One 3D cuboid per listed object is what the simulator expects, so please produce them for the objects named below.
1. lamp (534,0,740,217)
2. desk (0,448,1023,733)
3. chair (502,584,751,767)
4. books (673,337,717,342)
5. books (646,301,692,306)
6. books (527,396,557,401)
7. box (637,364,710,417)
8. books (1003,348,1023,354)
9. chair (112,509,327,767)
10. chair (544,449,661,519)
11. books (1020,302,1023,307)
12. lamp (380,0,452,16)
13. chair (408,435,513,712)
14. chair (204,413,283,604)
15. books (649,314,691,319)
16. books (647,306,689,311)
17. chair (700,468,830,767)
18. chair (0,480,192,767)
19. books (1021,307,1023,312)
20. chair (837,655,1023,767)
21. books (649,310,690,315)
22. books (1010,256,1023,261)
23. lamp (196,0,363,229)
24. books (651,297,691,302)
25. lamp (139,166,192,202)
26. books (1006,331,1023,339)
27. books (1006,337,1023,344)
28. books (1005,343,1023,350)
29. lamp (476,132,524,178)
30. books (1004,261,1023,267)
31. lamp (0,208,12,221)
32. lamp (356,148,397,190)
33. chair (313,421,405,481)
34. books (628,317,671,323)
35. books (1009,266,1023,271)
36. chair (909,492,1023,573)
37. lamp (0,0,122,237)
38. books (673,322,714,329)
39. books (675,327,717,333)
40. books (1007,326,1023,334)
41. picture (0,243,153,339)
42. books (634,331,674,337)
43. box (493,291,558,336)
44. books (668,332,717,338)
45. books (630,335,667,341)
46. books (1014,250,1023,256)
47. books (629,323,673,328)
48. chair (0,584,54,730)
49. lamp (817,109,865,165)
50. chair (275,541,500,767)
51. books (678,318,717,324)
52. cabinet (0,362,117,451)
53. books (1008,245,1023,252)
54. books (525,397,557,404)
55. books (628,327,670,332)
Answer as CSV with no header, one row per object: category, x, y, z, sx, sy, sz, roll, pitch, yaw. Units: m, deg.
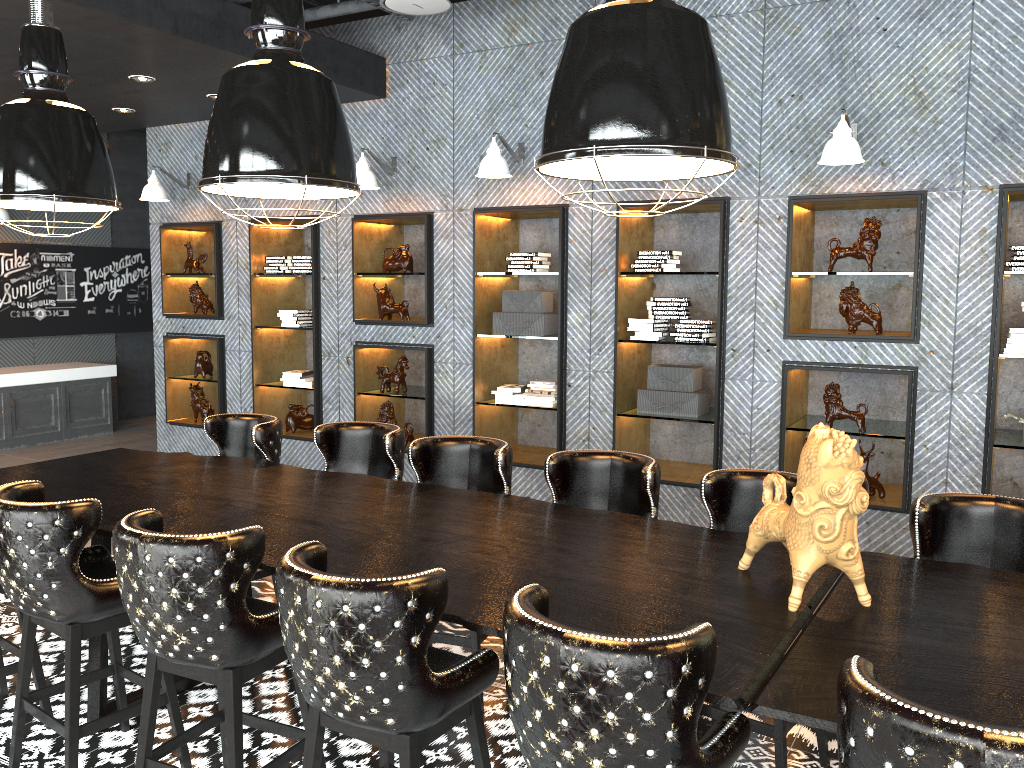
lamp,0.383,-1.664,2.612,0.621,2.300,0.622,-1,6,-15
desk,0.854,1.083,2.581,7.596,0.926,1.434,4,7,29
chair,0.254,1.037,2.126,0.504,1.091,0.568,4,7,34
books,1.210,-0.297,5.802,0.245,0.028,0.194,5,8,33
books,1.034,-0.530,5.857,0.245,0.028,0.194,-1,6,-9
books,0.231,0.095,6.336,0.228,0.022,0.202,4,8,32
box,1.065,0.042,5.916,0.419,0.315,0.323,4,7,29
books,2.838,-0.184,4.868,0.194,0.028,0.245,7,9,44
chair,-0.956,0.949,2.855,0.504,1.091,0.568,3,7,26
chair,0.346,0.860,3.720,0.504,1.091,0.568,3,6,24
books,2.929,-0.430,4.799,0.245,0.028,0.194,0,6,1
lamp,-0.509,-2.528,4.664,0.380,1.044,0.382,-4,7,-34
chair,-0.266,0.818,4.066,0.504,1.091,0.569,2,6,20
chair,-1.514,0.733,4.760,0.504,1.091,0.568,5,8,38
books,1.038,-0.444,5.851,0.245,0.028,0.194,0,6,-1
books,1.030,-0.504,5.878,0.245,0.028,0.194,0,6,0
chair,0.906,0.906,3.331,0.504,1.091,0.568,5,7,38
chair,-1.573,0.905,3.216,0.504,1.091,0.568,5,8,38
books,2.927,-0.401,4.797,0.245,0.028,0.194,1,6,10
chair,0.890,1.084,1.737,0.504,1.091,0.568,3,7,27
books,1.032,-0.472,5.842,0.245,0.028,0.194,0,6,2
books,2.852,-0.681,4.814,0.245,0.028,0.194,4,7,31
lamp,-0.887,-1.751,3.329,0.621,2.300,0.622,-1,6,-15
books,1.046,-0.559,5.862,0.245,0.028,0.194,1,6,5
lamp,-2.930,-1.704,7.560,0.490,0.287,0.244,-6,9,-44
books,2.817,-0.266,4.842,0.193,0.028,0.246,3,7,24
books,2.822,-0.239,4.853,0.193,0.028,0.246,4,7,31
books,2.830,-0.206,4.812,0.245,0.028,0.194,-5,8,-39
lamp,-0.031,-1.523,5.920,0.490,0.287,0.244,-6,9,-44
books,2.825,-0.655,4.832,0.245,0.028,0.194,5,8,33
lamp,-5.788,-1.971,9.946,0.244,0.287,0.490,-6,9,-44
lamp,-0.985,-1.564,6.462,0.490,0.287,0.244,-6,9,-44
chair,-0.816,0.768,4.484,0.504,1.091,0.568,3,7,26
books,0.916,-0.424,5.910,0.193,0.028,0.246,5,8,36
books,2.855,-0.626,4.829,0.245,0.028,0.194,5,8,34
chair,1.558,0.954,2.939,0.504,1.091,0.568,4,7,31
lamp,-2.156,-1.838,4.046,0.621,2.300,0.622,-1,6,-15
books,1.192,-0.383,5.815,0.245,0.028,0.194,3,7,19
books,1.218,-0.356,5.826,0.245,0.028,0.194,3,7,25
books,2.817,-0.294,4.838,0.193,0.028,0.246,4,7,27
picture,-6.546,-0.976,9.298,0.200,1.102,12.475,4,7,29
books,0.947,-0.337,5.893,0.193,0.028,0.246,4,7,28
box,0.090,-0.515,6.405,0.419,0.315,0.298,4,7,29
books,1.177,-0.323,5.783,0.245,0.028,0.194,6,8,40
books,0.912,-0.311,5.916,0.193,0.028,0.246,3,7,22
books,2.865,-0.709,4.815,0.245,0.028,0.194,4,7,29
books,0.922,-0.393,5.885,0.193,0.028,0.245,6,9,42
chair,-2.237,0.868,3.513,0.504,1.091,0.568,5,8,39
lamp,1.864,-1.348,4.855,0.490,0.287,0.244,-6,9,-44
chair,-0.359,0.993,2.484,0.504,1.091,0.568,4,7,32
books,1.230,-0.410,5.802,0.245,0.028,0.194,3,7,24
cabinet,-4.855,0.710,6.055,6.313,0.826,8.426,4,7,29
books,2.847,-0.738,4.823,0.245,0.028,0.194,4,8,32
books,0.233,0.116,6.338,0.224,0.021,0.159,5,8,38
books,0.912,-0.370,5.930,0.193,0.028,0.246,5,8,35
